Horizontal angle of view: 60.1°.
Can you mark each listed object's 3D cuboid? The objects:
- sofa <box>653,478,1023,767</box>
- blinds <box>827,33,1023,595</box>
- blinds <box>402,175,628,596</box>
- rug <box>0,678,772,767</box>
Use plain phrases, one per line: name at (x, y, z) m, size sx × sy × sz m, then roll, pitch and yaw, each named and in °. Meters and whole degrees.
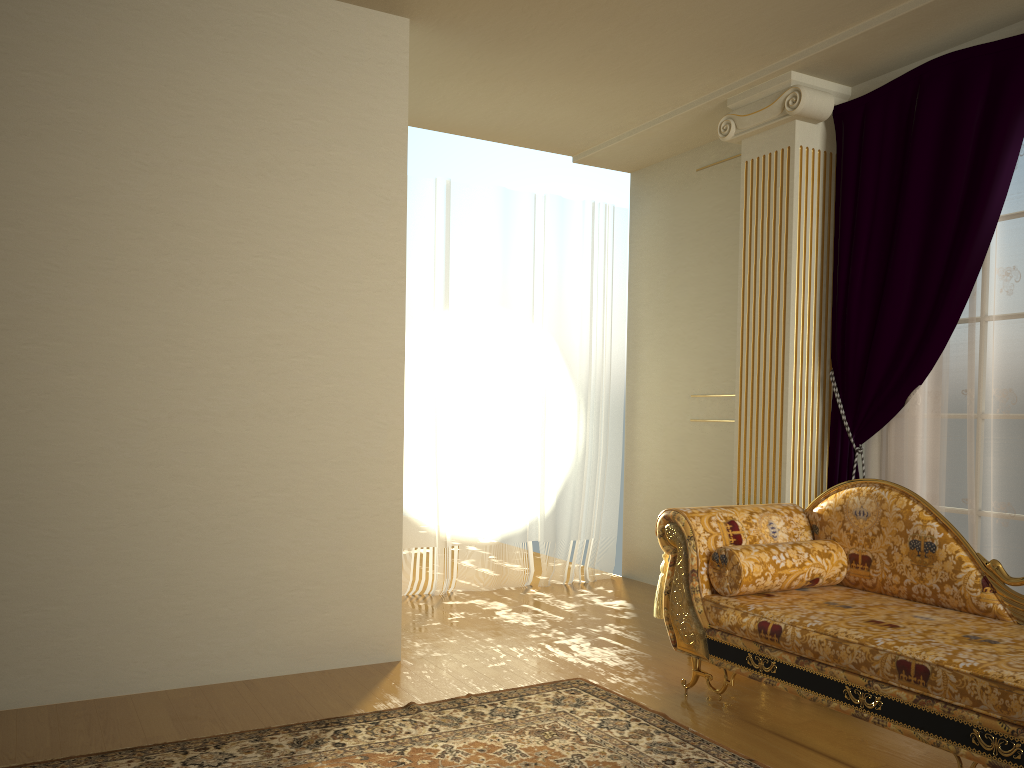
sofa at (1.290, 0.776, 2.916) m, size 0.693 × 0.871 × 1.892 m, roll 1°, pitch -1°, yaw -29°
blinds at (2.117, -0.076, 3.414) m, size 0.339 × 2.656 × 2.233 m, roll 0°, pitch 1°, yaw -28°
blinds at (-0.169, 0.035, 5.441) m, size 2.167 × 2.509 × 0.163 m, roll 1°, pitch 2°, yaw -27°
rug at (-0.536, 1.134, 2.005) m, size 3.080 × 0.017 × 2.116 m, roll 2°, pitch -2°, yaw -29°
